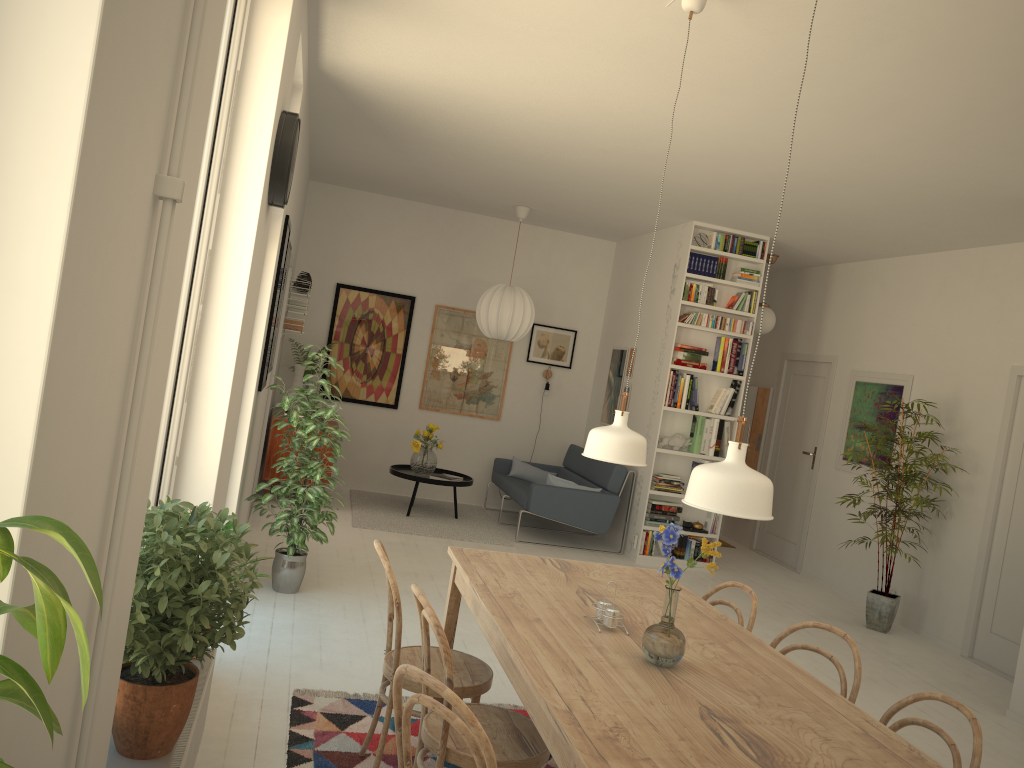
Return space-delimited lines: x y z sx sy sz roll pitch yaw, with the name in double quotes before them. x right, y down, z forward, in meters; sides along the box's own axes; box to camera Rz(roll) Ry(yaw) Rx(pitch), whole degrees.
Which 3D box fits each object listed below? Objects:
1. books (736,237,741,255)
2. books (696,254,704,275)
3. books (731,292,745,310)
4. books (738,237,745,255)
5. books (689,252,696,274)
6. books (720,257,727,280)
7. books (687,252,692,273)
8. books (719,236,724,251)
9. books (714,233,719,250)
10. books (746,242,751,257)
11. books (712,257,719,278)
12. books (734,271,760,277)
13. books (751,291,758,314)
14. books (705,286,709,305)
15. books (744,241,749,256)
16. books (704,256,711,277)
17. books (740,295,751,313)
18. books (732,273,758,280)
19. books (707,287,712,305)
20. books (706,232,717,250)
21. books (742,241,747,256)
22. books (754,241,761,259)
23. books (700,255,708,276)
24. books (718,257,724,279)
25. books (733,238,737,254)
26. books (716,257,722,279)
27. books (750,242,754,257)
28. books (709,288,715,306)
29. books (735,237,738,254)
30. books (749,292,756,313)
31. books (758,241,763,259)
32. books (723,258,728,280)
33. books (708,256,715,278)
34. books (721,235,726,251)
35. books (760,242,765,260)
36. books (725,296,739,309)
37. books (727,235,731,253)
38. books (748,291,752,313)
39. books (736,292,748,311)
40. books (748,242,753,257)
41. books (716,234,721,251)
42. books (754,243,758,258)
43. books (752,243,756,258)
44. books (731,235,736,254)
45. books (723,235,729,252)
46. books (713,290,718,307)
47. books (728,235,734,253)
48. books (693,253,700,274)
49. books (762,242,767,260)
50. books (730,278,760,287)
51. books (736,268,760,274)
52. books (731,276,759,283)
"books" 1.892 -1.175 7.606 0.032 0.154 0.212 9 1 -13
"books" 1.559 -1.005 7.530 0.034 0.178 0.188 9 1 -13
"books" 1.905 -0.708 7.636 0.092 0.165 0.223 9 1 -13
"books" 1.926 -1.169 7.598 0.032 0.152 0.200 9 1 -13
"books" 1.492 -1.016 7.514 0.034 0.178 0.188 9 1 -13
"books" 1.763 -0.978 7.577 0.020 0.191 0.205 9 1 -13
"books" 1.458 -1.021 7.506 0.034 0.178 0.188 9 1 -13
"books" 1.735 -1.189 7.576 0.025 0.131 0.253 9 1 -13
"books" 1.699 -1.202 7.550 0.013 0.146 0.208 9 1 -13
"books" 1.988 -1.147 7.585 0.017 0.130 0.150 9 1 -13
"books" 1.694 -0.984 7.562 0.034 0.178 0.188 9 1 -13
"books" 2.003 -0.939 7.610 0.179 0.016 0.208 9 2 -8
"books" 2.049 -0.702 7.653 0.022 0.198 0.212 9 1 -13
"books" 1.626 -0.747 7.542 0.013 0.159 0.176 9 1 -13
"books" 1.971 -1.150 7.581 0.017 0.130 0.150 9 1 -13
"books" 1.627 -0.994 7.546 0.034 0.178 0.188 9 1 -13
"books" 1.983 -0.689 7.637 0.030 0.153 0.200 9 1 -13
"books" 1.979 -0.919 7.628 0.173 0.030 0.199 9 2 -23
"books" 1.639 -0.743 7.566 0.024 0.155 0.207 9 1 -13
"books" 1.684 -1.205 7.529 0.026 0.149 0.155 9 1 -13
"books" 1.955 -1.152 7.577 0.017 0.130 0.150 9 1 -13
"books" 2.077 -1.143 7.605 0.019 0.157 0.150 9 1 -13
"books" 1.593 -1.000 7.538 0.034 0.178 0.188 9 1 -13
"books" 1.742 -0.982 7.581 0.020 0.191 0.205 9 1 -13
"books" 1.862 -1.172 7.581 0.019 0.137 0.201 9 1 -13
"books" 1.722 -0.985 7.579 0.020 0.191 0.205 9 1 -13
"books" 2.022 -1.141 7.593 0.017 0.130 0.150 9 1 -13
"books" 1.669 -0.737 7.539 0.023 0.153 0.176 9 1 -13
"books" 1.874 -1.177 7.591 0.009 0.151 0.208 9 1 -13
"books" 2.030 -0.700 7.651 0.014 0.188 0.218 9 1 -13
"books" 2.089 -1.144 7.647 0.020 0.156 0.229 9 1 -13
"books" 1.780 -0.976 7.593 0.020 0.191 0.205 9 1 -13
"books" 1.660 -0.989 7.554 0.034 0.178 0.188 9 1 -13
"books" 1.759 -1.190 7.567 0.018 0.141 0.207 9 1 -13
"books" 2.110 -1.138 7.648 0.021 0.151 0.228 9 1 -13
"books" 1.868 -0.697 7.641 0.073 0.129 0.200 9 1 -13
"books" 1.807 -1.186 7.576 0.024 0.148 0.188 9 1 -13
"books" 2.009 -0.703 7.660 0.022 0.187 0.186 9 1 -13
"books" 1.941 -0.705 7.631 0.065 0.168 0.229 9 1 -13
"books" 2.005 -1.144 7.589 0.017 0.130 0.150 9 1 -13
"books" 1.721 -1.193 7.529 0.023 0.136 0.161 9 1 -13
"books" 2.056 -1.136 7.601 0.017 0.130 0.150 9 1 -13
"books" 2.039 -1.139 7.597 0.017 0.130 0.150 9 1 -13
"books" 1.847 -1.184 7.588 0.012 0.157 0.220 9 1 -13
"books" 1.785 -1.187 7.554 0.028 0.147 0.192 9 1 -13
"books" 1.701 -0.727 7.566 0.020 0.145 0.189 9 1 -13
"books" 1.828 -1.187 7.588 0.024 0.156 0.228 9 1 -13
"books" 1.526 -1.011 7.522 0.034 0.178 0.188 9 1 -13
"books" 2.121 -1.139 7.673 0.014 0.154 0.260 9 1 -13
"books" 1.979 -0.866 7.634 0.214 0.038 0.223 9 2 -13
"books" 2.012 -0.963 7.627 0.169 0.032 0.188 9 2 -8
"books" 1.986 -0.893 7.632 0.200 0.018 0.208 9 2 -13
